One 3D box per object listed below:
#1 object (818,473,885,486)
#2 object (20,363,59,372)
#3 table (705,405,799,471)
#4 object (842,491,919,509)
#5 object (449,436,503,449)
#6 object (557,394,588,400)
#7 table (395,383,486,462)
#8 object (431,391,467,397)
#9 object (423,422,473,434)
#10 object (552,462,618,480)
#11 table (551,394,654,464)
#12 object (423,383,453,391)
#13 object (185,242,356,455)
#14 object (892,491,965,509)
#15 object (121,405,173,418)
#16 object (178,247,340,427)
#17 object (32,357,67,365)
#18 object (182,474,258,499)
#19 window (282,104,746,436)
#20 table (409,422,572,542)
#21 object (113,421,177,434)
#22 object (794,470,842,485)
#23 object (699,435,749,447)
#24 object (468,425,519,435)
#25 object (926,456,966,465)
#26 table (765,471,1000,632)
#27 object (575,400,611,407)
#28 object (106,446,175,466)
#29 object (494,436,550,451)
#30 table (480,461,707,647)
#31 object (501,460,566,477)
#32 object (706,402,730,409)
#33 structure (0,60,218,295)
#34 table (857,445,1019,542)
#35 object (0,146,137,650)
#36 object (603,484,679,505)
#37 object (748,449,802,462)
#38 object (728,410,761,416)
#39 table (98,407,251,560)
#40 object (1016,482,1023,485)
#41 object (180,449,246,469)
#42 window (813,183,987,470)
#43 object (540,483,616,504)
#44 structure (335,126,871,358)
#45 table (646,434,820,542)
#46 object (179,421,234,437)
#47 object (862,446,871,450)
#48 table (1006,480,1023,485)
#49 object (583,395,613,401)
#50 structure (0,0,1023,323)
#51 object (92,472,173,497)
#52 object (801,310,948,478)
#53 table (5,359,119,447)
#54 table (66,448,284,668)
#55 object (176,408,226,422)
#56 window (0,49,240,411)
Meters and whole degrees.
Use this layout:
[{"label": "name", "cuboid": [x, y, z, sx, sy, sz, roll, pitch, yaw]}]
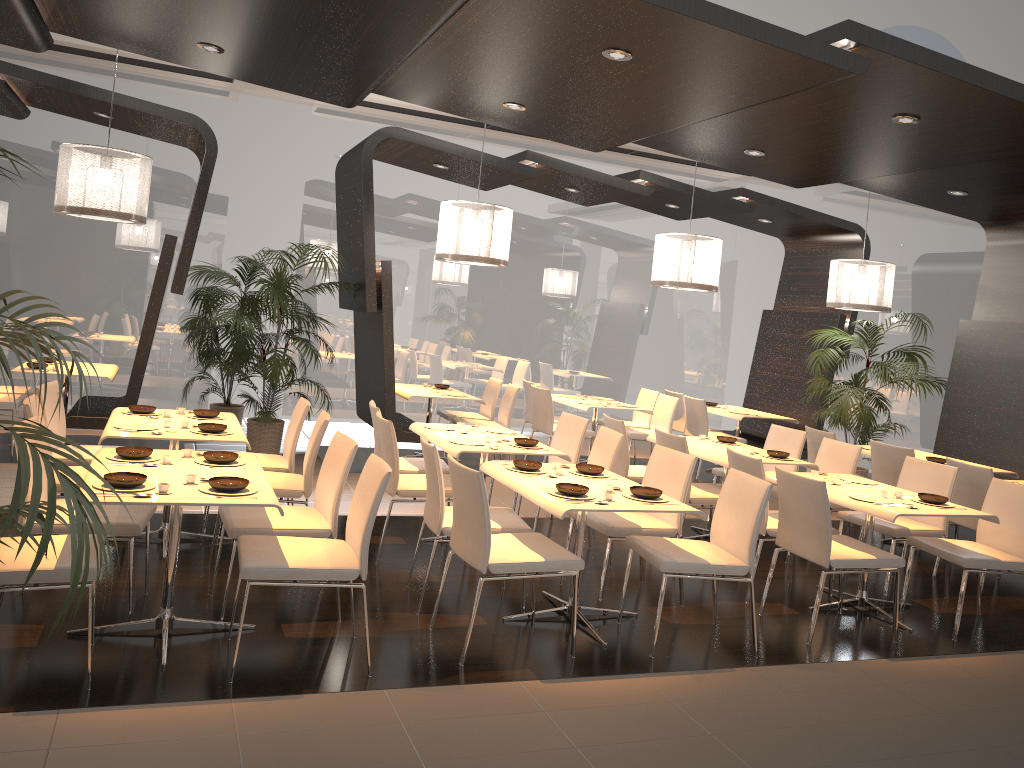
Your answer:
[{"label": "object", "cuboid": [2.213, 0.615, 5.821, 0.334, 0.038, 0.379, 3, 5, -32]}, {"label": "object", "cuboid": [-3.995, -0.145, 7.495, 0.303, 0.044, 0.366, 4, 5, -22]}, {"label": "table", "cuboid": [2.662, 0.678, 10.447, 0.798, 0.725, 1.153, 5, 3, -21]}, {"label": "object", "cuboid": [2.151, 0.664, 5.119, 0.334, 0.038, 0.379, 3, 5, -27]}, {"label": "object", "cuboid": [-0.228, 0.375, 5.747, 0.334, 0.038, 0.379, 3, 5, -27]}, {"label": "object", "cuboid": [0.684, 0.135, 9.956, 0.334, 0.038, 0.379, 3, 5, -27]}, {"label": "table", "cuboid": [-0.862, 0.431, 9.092, 0.798, 0.725, 1.153, 5, 3, -21]}, {"label": "object", "cuboid": [-0.632, 0.089, 8.866, 0.334, 0.038, 0.379, 3, 5, -32]}, {"label": "object", "cuboid": [-0.449, 0.308, 6.319, 0.334, 0.038, 0.379, 3, 5, -27]}, {"label": "object", "cuboid": [0.408, 0.489, 5.073, 0.303, 0.044, 0.366, 4, 5, -22]}, {"label": "table", "cuboid": [0.895, 0.554, 9.765, 0.798, 0.725, 1.153, 5, 3, -21]}, {"label": "object", "cuboid": [-0.781, 0.027, 9.422, 0.303, 0.044, 0.366, 4, 5, -22]}, {"label": "object", "cuboid": [-2.254, -0.325, 8.376, 1.556, 2.059, 1.511, 5, 2, -28]}, {"label": "object", "cuboid": [2.458, 0.681, 5.255, 0.303, 0.044, 0.366, 4, 5, -22]}, {"label": "object", "cuboid": [-2.320, 0.171, 5.621, 0.303, 0.044, 0.366, 4, 5, -22]}, {"label": "object", "cuboid": [-2.848, -0.458, 9.307, 1.567, 2.059, 1.501, 7, 2, 30]}, {"label": "object", "cuboid": [-4.218, -0.212, 8.059, 0.302, 0.044, 0.367, 3, 5, -27]}, {"label": "object", "cuboid": [-1.241, 0.426, 3.768, 0.303, 0.044, 0.366, 4, 5, -22]}, {"label": "window", "cuboid": [0.346, -1.325, 11.900, 6.563, 3.979, 0.070, 4, 0, -21]}, {"label": "table", "cuboid": [-0.215, 0.730, 6.114, 0.798, 0.725, 1.153, 5, 3, -21]}, {"label": "object", "cuboid": [-2.095, 0.242, 5.059, 0.334, 0.038, 0.379, 3, 5, -27]}, {"label": "object", "cuboid": [1.930, 0.596, 5.692, 0.334, 0.038, 0.379, 3, 5, -27]}, {"label": "object", "cuboid": [1.707, 0.452, 7.196, 0.303, 0.044, 0.366, 4, 5, -22]}, {"label": "object", "cuboid": [-0.150, 0.324, 6.491, 0.334, 0.038, 0.379, 3, 5, -32]}, {"label": "object", "cuboid": [3.503, 0.632, 7.203, 0.303, 0.044, 0.366, 4, 5, -22]}, {"label": "table", "cuboid": [2.188, 1.024, 5.450, 0.798, 0.725, 1.153, 5, 3, -21]}, {"label": "object", "cuboid": [0.876, 0.200, 9.378, 0.334, 0.038, 0.379, 3, 5, -27]}, {"label": "object", "cuboid": [-1.768, 0.338, 4.210, 0.303, 0.044, 0.366, 4, 5, -22]}, {"label": "object", "cuboid": [0.057, 0.388, 5.904, 0.303, 0.044, 0.366, 4, 5, -22]}, {"label": "table", "cuboid": [0.357, 0.896, 4.736, 0.798, 0.725, 1.153, 5, 3, -21]}, {"label": "object", "cuboid": [0.124, 0.469, 4.969, 0.303, 0.044, 0.366, 4, 5, -22]}, {"label": "object", "cuboid": [2.441, 0.252, 10.670, 0.303, 0.044, 0.366, 4, 5, -22]}, {"label": "structure", "cuboid": [-5.561, -1.872, 7.152, 5.919, 1.727, 1.408, 4, 2, -21]}, {"label": "table", "cuboid": [3.502, 0.991, 7.551, 0.798, 0.725, 1.153, 5, 3, -21]}, {"label": "object", "cuboid": [-1.829, 0.203, 2.224, 1.556, 2.059, 1.512, 5, 2, -36]}, {"label": "object", "cuboid": [0.646, 0.556, 4.530, 0.303, 0.044, 0.366, 4, 5, -22]}, {"label": "object", "cuboid": [1.941, 0.524, 6.591, 0.303, 0.044, 0.366, 4, 5, -22]}, {"label": "object", "cuboid": [2.658, 0.323, 10.092, 0.334, 0.038, 0.379, 3, 5, -27]}, {"label": "table", "cuboid": [-2.087, 0.598, 5.404, 0.798, 0.725, 1.153, 5, 3, -21]}, {"label": "object", "cuboid": [3.853, 0.730, 6.408, 0.303, 0.044, 0.366, 4, 5, -22]}, {"label": "object", "cuboid": [-1.463, 0.359, 4.339, 0.303, 0.044, 0.366, 4, 5, -22]}, {"label": "window", "cuboid": [5.309, -0.651, 9.683, 0.070, 3.974, 6.612, 6, 3, -22]}, {"label": "object", "cuboid": [0.336, 0.536, 4.386, 0.303, 0.044, 0.366, 4, 5, -22]}, {"label": "structure", "cuboid": [1.082, -1.408, 9.743, 5.919, 1.727, 1.408, 4, 2, -21]}, {"label": "table", "cuboid": [1.759, 0.868, 6.888, 1.050, 0.725, 1.153, 5, 3, -21]}, {"label": "object", "cuboid": [-1.794, 0.258, 5.197, 0.303, 0.044, 0.366, 4, 5, -22]}, {"label": "object", "cuboid": [3.258, 0.568, 7.753, 0.334, 0.038, 0.379, 3, 5, -27]}, {"label": "table", "cuboid": [4.071, 1.157, 6.174, 0.798, 0.725, 1.153, 5, 3, -21]}, {"label": "object", "cuboid": [0.980, 0.149, 10.156, 0.334, 0.038, 0.379, 3, 5, -32]}, {"label": "structure", "cuboid": [0.279, -1.153, 5.418, 10.635, 1.736, 2.915, 4, 4, -21]}, {"label": "object", "cuboid": [-1.556, 0.405, 3.627, 0.303, 0.044, 0.366, 4, 5, -22]}, {"label": "object", "cuboid": [3.730, 0.203, 9.312, 1.503, 2.059, 1.565, 6, 2, -8]}, {"label": "table", "cuboid": [-3.981, 0.214, 7.856, 0.798, 0.725, 1.153, 5, 3, -21]}, {"label": "table", "cuboid": [-1.538, 0.764, 4.002, 0.798, 0.725, 1.153, 5, 3, -21]}, {"label": "object", "cuboid": [-2.019, 0.192, 5.744, 0.303, 0.044, 0.366, 4, 5, -22]}, {"label": "window", "cuboid": [-6.333, -1.791, 9.295, 6.563, 3.979, 0.070, 4, 0, -21]}]
